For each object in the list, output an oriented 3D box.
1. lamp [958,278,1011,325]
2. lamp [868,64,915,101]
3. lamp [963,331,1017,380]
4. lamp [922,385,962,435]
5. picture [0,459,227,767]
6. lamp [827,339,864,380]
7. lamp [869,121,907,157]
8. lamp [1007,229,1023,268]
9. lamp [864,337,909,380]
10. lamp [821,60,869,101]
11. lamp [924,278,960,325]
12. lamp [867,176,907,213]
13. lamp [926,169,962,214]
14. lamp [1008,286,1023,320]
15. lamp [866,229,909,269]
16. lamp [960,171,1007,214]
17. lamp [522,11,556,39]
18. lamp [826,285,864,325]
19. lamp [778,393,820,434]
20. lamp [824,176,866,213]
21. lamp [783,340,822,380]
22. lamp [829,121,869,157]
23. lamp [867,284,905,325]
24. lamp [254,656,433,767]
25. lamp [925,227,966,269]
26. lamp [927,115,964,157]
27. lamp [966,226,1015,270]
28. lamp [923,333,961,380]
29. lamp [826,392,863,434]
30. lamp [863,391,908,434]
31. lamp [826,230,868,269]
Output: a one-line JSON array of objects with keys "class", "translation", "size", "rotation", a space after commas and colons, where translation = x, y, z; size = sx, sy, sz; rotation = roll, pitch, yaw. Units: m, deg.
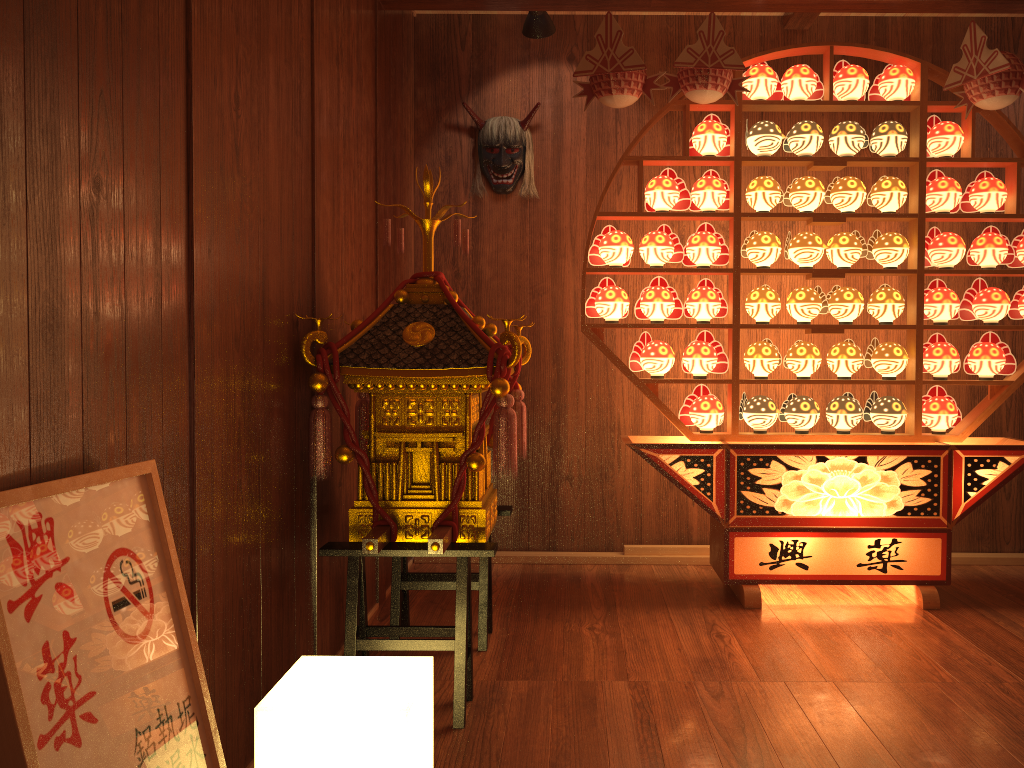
[{"class": "lamp", "translation": [1.935, -0.335, 3.556], "size": [0.203, 0.200, 0.154], "rotation": [0, 2, -14]}, {"class": "lamp", "translation": [1.537, -1.211, 3.526], "size": [0.188, 0.188, 0.158], "rotation": [0, 2, 7]}, {"class": "lamp", "translation": [1.912, -0.115, 3.564], "size": [0.193, 0.200, 0.162], "rotation": [2, 2, 37]}, {"class": "lamp", "translation": [1.728, 0.105, 3.573], "size": [0.191, 0.197, 0.160], "rotation": [1, 2, 17]}, {"class": "picture", "translation": [-0.535, 0.521, 1.233], "size": [0.213, 0.787, 0.404], "rotation": [0, 2, 8]}, {"class": "lamp", "translation": [1.339, -0.101, 3.565], "size": [0.135, 0.167, 0.162], "rotation": [1, 2, 32]}, {"class": "lamp", "translation": [1.507, -0.984, 3.534], "size": [0.137, 0.173, 0.160], "rotation": [1, 2, 17]}, {"class": "lamp", "translation": [2.106, -0.554, 3.549], "size": [0.196, 0.200, 0.160], "rotation": [1, 2, 17]}, {"class": "lamp", "translation": [1.529, -0.103, 3.564], "size": [0.144, 0.173, 0.152], "rotation": [-1, 2, -33]}, {"class": "lamp", "translation": [1.357, -1.218, 3.526], "size": [0.202, 0.200, 0.155], "rotation": [0, 2, -9]}, {"class": "lamp", "translation": [1.727, -0.333, 3.555], "size": [0.187, 0.195, 0.159], "rotation": [1, 2, 12]}, {"class": "lamp", "translation": [1.512, -0.764, 3.540], "size": [0.138, 0.173, 0.158], "rotation": [0, 2, 7]}, {"class": "lamp", "translation": [1.731, -0.776, 3.540], "size": [0.200, 0.200, 0.157], "rotation": [0, 2, 1]}, {"class": "lamp", "translation": [2.116, -0.330, 3.556], "size": [0.180, 0.192, 0.159], "rotation": [1, 2, 12]}, {"class": "lamp", "translation": [1.529, -0.543, 3.551], "size": [0.144, 0.173, 0.152], "rotation": [-1, 2, -28]}, {"class": "lamp", "translation": [1.909, -0.773, 3.542], "size": [0.186, 0.195, 0.160], "rotation": [1, 2, 17]}, {"class": "lamp", "translation": [0.117, -1.485, 3.588], "size": [0.137, 0.176, 0.172], "rotation": [0, 2, -12]}, {"class": "lamp", "translation": [1.348, -0.321, 3.555], "size": [0.141, 0.167, 0.154], "rotation": [0, 2, -13]}, {"class": "lamp", "translation": [1.177, 0.120, 3.570], "size": [0.142, 0.161, 0.153], "rotation": [0, 2, -18]}, {"class": "lamp", "translation": [1.352, -0.762, 3.542], "size": [0.142, 0.167, 0.153], "rotation": [0, 2, -18]}, {"class": "lamp", "translation": [1.178, -0.099, 3.561], "size": [0.139, 0.161, 0.157], "rotation": [0, 2, 2]}, {"class": "lamp", "translation": [1.337, -0.982, 3.540], "size": [0.134, 0.167, 0.162], "rotation": [2, 3, 42]}, {"class": "lamp", "translation": [1.506, -0.323, 3.556], "size": [0.137, 0.173, 0.160], "rotation": [1, 2, 17]}, {"class": "lamp", "translation": [-0.317, 0.740, 1.745], "size": [0.280, 0.315, 0.280], "rotation": [0, 2, 2]}, {"class": "lamp", "translation": [1.753, -0.549, 3.549], "size": [0.193, 0.187, 0.154], "rotation": [0, 2, -18]}, {"class": "lamp", "translation": [1.738, -0.996, 3.534], "size": [0.203, 0.200, 0.154], "rotation": [0, 2, -14]}, {"class": "lamp", "translation": [1.916, -0.551, 3.552], "size": [0.175, 0.191, 0.162], "rotation": [1, 2, 32]}, {"class": "lamp", "translation": [1.730, -0.112, 3.562], "size": [0.183, 0.194, 0.159], "rotation": [1, 2, 12]}, {"class": "lamp", "translation": [1.339, 0.118, 3.573], "size": [0.135, 0.167, 0.162], "rotation": [1, 2, 32]}, {"class": "lamp", "translation": [1.529, 0.116, 3.574], "size": [0.144, 0.173, 0.152], "rotation": [-1, 2, -33]}, {"class": "lamp", "translation": [1.332, -0.542, 3.560], "size": [0.162, 0.167, 0.135], "rotation": [-1, 2, -33]}]
